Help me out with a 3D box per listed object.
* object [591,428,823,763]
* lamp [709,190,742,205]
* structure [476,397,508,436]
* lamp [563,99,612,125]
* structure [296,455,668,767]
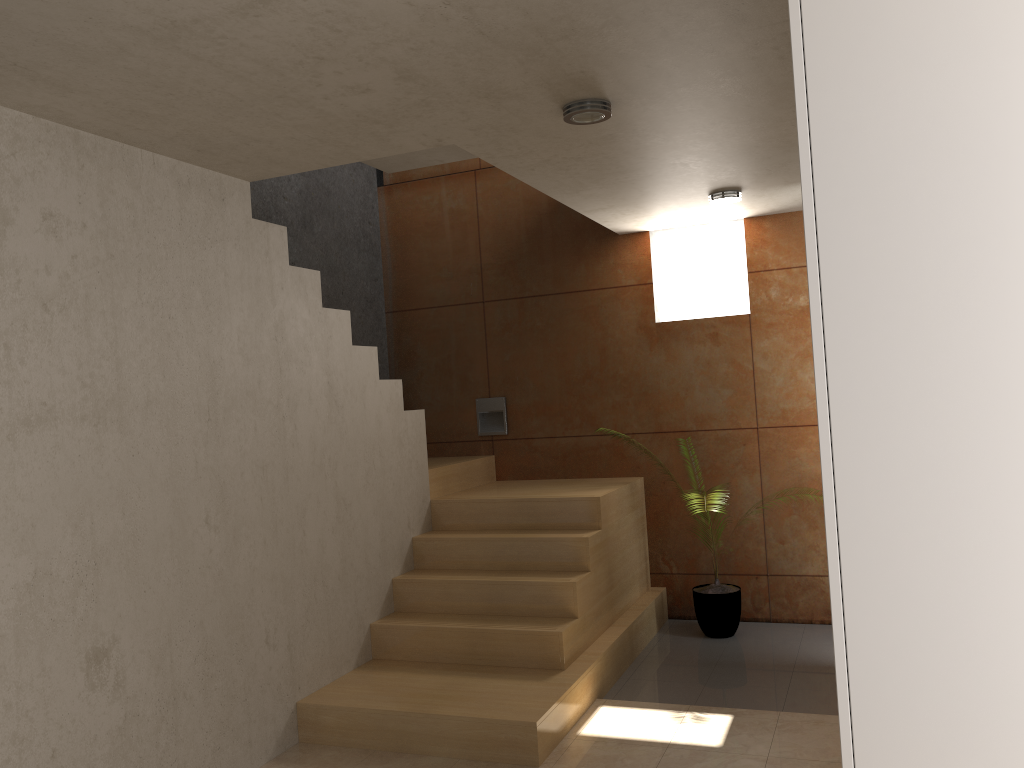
[{"bbox_3d":[-0.160,1.011,3.095,4.200,1.455,6.200,-4,-1,22],"label":"object"},{"bbox_3d":[1.154,-1.010,4.801,0.173,0.044,0.173,-4,-1,27],"label":"lamp"},{"bbox_3d":[-0.128,0.227,6.234,0.220,0.260,0.096,-4,-1,22],"label":"structure"},{"bbox_3d":[0.270,-0.975,3.178,0.173,0.044,0.173,-3,-1,-33],"label":"lamp"},{"bbox_3d":[-0.375,1.055,5.018,1.950,1.110,2.400,-4,-1,22],"label":"structure"}]
